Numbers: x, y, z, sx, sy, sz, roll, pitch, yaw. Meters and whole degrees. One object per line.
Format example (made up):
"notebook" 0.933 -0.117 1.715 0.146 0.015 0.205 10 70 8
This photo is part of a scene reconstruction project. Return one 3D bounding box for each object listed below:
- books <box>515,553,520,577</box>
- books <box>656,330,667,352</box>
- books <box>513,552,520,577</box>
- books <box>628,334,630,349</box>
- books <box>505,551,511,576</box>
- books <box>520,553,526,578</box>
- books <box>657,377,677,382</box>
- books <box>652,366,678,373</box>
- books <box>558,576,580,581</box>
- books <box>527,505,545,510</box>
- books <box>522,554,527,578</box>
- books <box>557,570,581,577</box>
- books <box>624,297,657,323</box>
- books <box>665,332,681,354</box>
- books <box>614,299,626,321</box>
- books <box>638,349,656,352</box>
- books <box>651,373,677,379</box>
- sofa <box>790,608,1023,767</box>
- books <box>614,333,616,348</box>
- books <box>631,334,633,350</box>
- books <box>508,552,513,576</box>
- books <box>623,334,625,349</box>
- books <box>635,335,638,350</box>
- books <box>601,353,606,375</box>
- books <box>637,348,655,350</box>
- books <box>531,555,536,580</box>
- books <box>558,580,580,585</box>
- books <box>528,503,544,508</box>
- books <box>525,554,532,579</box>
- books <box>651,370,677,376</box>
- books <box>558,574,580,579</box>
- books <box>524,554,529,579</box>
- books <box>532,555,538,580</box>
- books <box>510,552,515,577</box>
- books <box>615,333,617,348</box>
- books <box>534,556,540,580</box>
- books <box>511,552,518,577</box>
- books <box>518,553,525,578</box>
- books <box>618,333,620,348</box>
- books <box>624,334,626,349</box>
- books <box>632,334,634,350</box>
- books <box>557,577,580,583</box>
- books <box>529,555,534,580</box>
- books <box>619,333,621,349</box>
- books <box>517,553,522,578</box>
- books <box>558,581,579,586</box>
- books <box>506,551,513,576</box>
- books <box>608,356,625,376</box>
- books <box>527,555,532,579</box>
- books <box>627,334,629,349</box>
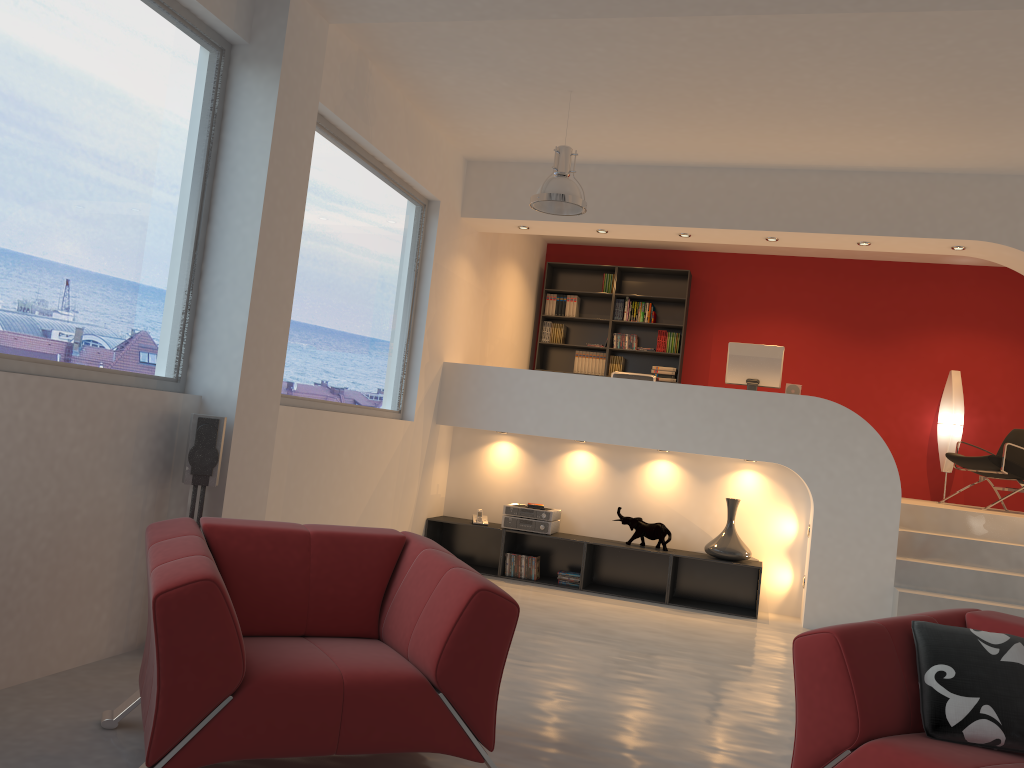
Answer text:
"books" 0.052 1.517 7.438 0.031 0.190 0.135 6 -3 16
"books" 1.693 -0.465 9.993 0.090 0.256 0.181 6 -3 16
"books" 0.037 1.516 7.443 0.031 0.190 0.135 6 -3 16
"books" 1.344 -0.466 10.099 0.031 0.190 0.135 6 -3 16
"books" -0.034 1.509 7.463 0.031 0.190 0.135 6 -3 16
"books" 0.095 1.522 7.426 0.031 0.190 0.135 6 -3 16
"books" 1.716 -0.039 9.923 0.260 0.040 0.200 6 -3 18
"books" 1.714 -0.160 9.921 0.260 0.040 0.200 6 -3 16
"books" 0.490 1.606 7.359 0.190 0.015 0.135 6 -3 16
"books" 0.201 1.041 7.486 0.135 0.015 0.190 7 -3 -4
"books" 0.109 1.523 7.422 0.031 0.190 0.135 6 -3 16
"books" 0.481 1.575 7.365 0.190 0.015 0.135 6 -3 11
"books" 1.460 -0.822 10.066 0.341 0.286 0.231 6 -3 16
"books" 1.807 -0.446 9.959 0.146 0.240 0.170 6 -3 16
"books" 1.238 -0.827 10.153 0.090 0.256 0.181 6 -3 16
"books" 1.535 -0.374 10.038 0.190 0.015 0.135 6 -3 16
"books" 1.702 -0.080 9.927 0.260 0.040 0.200 6 -3 16
"sofa" 1.767 1.164 2.461 0.951 0.738 1.929 9 -4 -34
"books" 1.186 -0.481 10.145 0.031 0.190 0.135 6 -3 16
"books" 1.373 -0.463 10.091 0.031 0.190 0.135 6 -3 16
"books" -0.006 1.512 7.455 0.031 0.190 0.135 6 -3 16
"books" 1.286 -0.471 10.116 0.031 0.190 0.135 6 -3 16
"books" 1.416 -0.459 10.079 0.031 0.190 0.135 6 -3 16
"books" 1.070 -0.212 10.133 0.040 0.260 0.200 6 -3 16
"books" 1.527 -0.390 10.041 0.190 0.015 0.135 5 -4 21
"books" 0.181 1.530 7.401 0.031 0.190 0.135 6 -3 16
"books" 0.491 1.636 7.357 0.190 0.015 0.135 6 -3 16
"books" 0.202 1.026 7.497 0.135 0.015 0.190 6 -3 1
"books" 0.138 1.526 7.413 0.031 0.190 0.135 6 -3 16
"books" 1.702 -0.121 9.930 0.260 0.040 0.200 6 -3 16
"books" 0.486 1.590 7.355 0.190 0.015 0.135 6 -3 16
"books" 0.123 1.524 7.418 0.031 0.190 0.135 6 -3 16
"books" 0.195 1.532 7.397 0.031 0.190 0.135 6 -3 16
"books" 0.009 1.513 7.451 0.031 0.190 0.135 6 -3 16
"books" 1.200 -0.480 10.141 0.031 0.190 0.135 6 -3 16
"books" 0.209 1.533 7.393 0.031 0.190 0.135 6 -3 16
"books" 0.023 1.515 7.447 0.031 0.190 0.135 6 -3 16
"books" 0.080 1.520 7.430 0.031 0.190 0.135 6 -3 16
"books" 1.229 -0.477 10.133 0.031 0.190 0.135 6 -3 16
"books" 1.301 -0.470 10.112 0.031 0.190 0.135 6 -3 16
"books" 1.387 -0.461 10.087 0.031 0.190 0.135 6 -3 16
"books" 0.483 1.621 7.360 0.190 0.015 0.135 5 -4 21
"books" 0.166 1.529 7.405 0.031 0.190 0.135 6 -3 16
"books" 1.243 -0.475 10.128 0.031 0.190 0.135 6 -3 16
"books" 0.066 1.519 7.434 0.031 0.190 0.135 6 -3 16
"books" 0.483 1.651 7.357 0.190 0.015 0.135 6 -3 11
"books" -0.020 1.510 7.459 0.031 0.190 0.135 6 -3 16
"books" 1.192 -0.189 10.108 0.146 0.240 0.170 6 -3 16
"books" 0.152 1.527 7.409 0.031 0.190 0.135 6 -3 16
"books" 1.330 -0.467 10.104 0.031 0.190 0.135 6 -3 16
